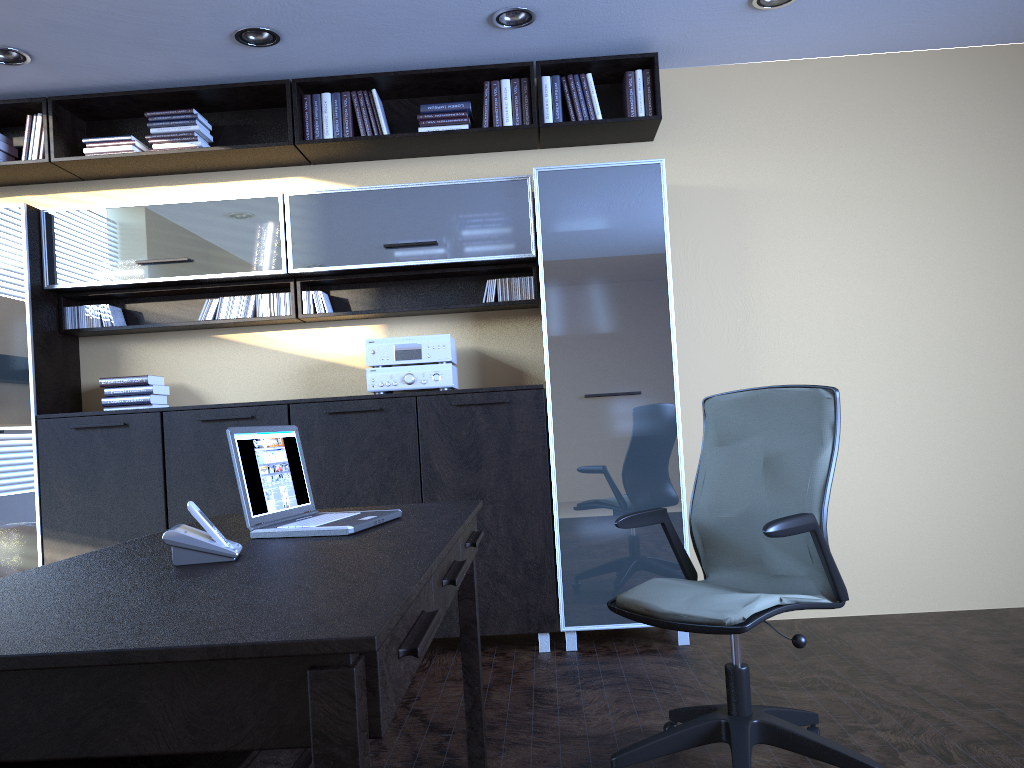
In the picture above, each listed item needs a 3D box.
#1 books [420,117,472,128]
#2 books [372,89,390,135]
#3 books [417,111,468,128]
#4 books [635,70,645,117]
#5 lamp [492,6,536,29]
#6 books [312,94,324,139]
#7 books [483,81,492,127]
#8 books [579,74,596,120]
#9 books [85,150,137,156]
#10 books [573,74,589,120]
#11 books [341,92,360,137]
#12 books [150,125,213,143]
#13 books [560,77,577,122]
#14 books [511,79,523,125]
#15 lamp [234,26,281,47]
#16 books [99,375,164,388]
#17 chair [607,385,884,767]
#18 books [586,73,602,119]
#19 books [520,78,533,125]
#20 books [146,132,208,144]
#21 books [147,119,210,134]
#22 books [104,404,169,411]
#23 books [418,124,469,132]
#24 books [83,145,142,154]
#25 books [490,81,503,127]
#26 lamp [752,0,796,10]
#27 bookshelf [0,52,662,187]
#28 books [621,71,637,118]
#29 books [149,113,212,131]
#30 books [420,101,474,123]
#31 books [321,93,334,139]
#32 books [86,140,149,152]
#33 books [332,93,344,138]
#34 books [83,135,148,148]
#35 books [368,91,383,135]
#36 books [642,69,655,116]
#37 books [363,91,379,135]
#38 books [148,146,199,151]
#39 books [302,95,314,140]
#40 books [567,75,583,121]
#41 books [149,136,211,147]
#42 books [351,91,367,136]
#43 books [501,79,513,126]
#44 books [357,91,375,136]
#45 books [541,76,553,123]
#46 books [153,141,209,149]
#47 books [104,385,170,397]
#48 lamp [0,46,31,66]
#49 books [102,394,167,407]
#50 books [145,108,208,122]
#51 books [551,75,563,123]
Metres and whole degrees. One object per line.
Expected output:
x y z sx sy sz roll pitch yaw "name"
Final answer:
-0.345 -1.355 4.687 0.258 0.031 0.207 -3 -3 2 "books"
-0.682 -1.397 4.686 0.072 0.257 0.207 -3 -2 1 "books"
-0.359 -1.385 4.688 0.258 0.031 0.207 -3 -3 1 "books"
0.662 -1.479 4.647 0.036 0.258 0.207 -3 -2 2 "books"
0.007 -1.744 4.118 0.209 0.096 0.208 -3 -2 -4 "lamp"
-1.011 -1.376 4.714 0.050 0.258 0.207 -3 -2 2 "books"
-0.130 -1.430 4.678 0.055 0.260 0.207 -3 -2 2 "books"
0.394 -1.462 4.653 0.075 0.259 0.207 -3 -2 2 "books"
-2.097 -1.197 4.732 0.258 0.028 0.207 -4 -3 3 "books"
0.362 -1.460 4.657 0.075 0.259 0.207 -3 -2 3 "books"
-0.855 -1.386 4.708 0.050 0.258 0.207 -3 -2 2 "books"
-1.764 -1.332 4.743 0.258 0.028 0.207 -3 -3 2 "books"
0.300 -1.456 4.676 0.075 0.259 0.207 -3 -2 2 "books"
0.028 -1.440 4.668 0.050 0.258 0.207 -3 -2 2 "books"
-1.196 -1.671 4.159 0.209 0.096 0.208 -3 -2 -4 "lamp"
-2.023 -0.011 4.725 0.258 0.050 0.207 -3 -2 1 "books"
0.717 0.616 2.792 0.768 1.215 0.833 -2 -2 -41 "chair"
0.426 -1.464 4.650 0.075 0.259 0.207 -3 -2 1 "books"
0.079 -1.443 4.665 0.050 0.258 0.207 -3 -2 2 "books"
-1.791 -1.300 4.752 0.258 0.028 0.207 -3 -3 1 "books"
-1.776 -1.360 4.733 0.258 0.028 0.207 -3 -3 1 "books"
-1.995 0.141 4.718 0.258 0.050 0.207 -4 -2 2 "books"
-0.353 -1.311 4.694 0.258 0.050 0.207 -3 -2 1 "books"
-2.109 -1.225 4.735 0.258 0.028 0.207 -4 -3 2 "books"
-0.076 -1.433 4.679 0.050 0.258 0.207 -3 -2 2 "books"
1.210 -1.818 4.077 0.209 0.096 0.208 -4 -2 20 "lamp"
-1.801 -1.347 4.751 5.125 0.340 0.362 -3 -2 2 "bookshelf"
0.617 -1.475 4.659 0.050 0.258 0.207 -3 -2 1 "books"
-1.766 -1.389 4.730 0.258 0.028 0.207 -3 -3 1 "books"
-0.340 -1.428 4.680 0.258 0.050 0.207 -3 -2 2 "books"
-0.959 -1.380 4.707 0.050 0.258 0.207 -3 -2 2 "books"
-2.098 -1.253 4.742 0.258 0.028 0.207 -3 -3 1 "books"
-0.907 -1.383 4.712 0.050 0.258 0.207 -3 -2 2 "books"
-2.121 -1.280 4.749 0.258 0.028 0.207 -3 -3 1 "books"
-0.705 -1.395 4.712 0.072 0.257 0.207 -3 -2 2 "books"
0.707 -1.481 4.645 0.050 0.258 0.207 -3 -2 1 "books"
-0.727 -1.392 4.697 0.072 0.257 0.207 -3 -2 2 "books"
-1.767 -1.217 4.728 0.258 0.028 0.207 -3 -3 2 "books"
-1.062 -1.373 4.716 0.050 0.258 0.207 -3 -2 2 "books"
0.331 -1.459 4.654 0.075 0.259 0.207 -3 -2 2 "books"
-1.769 -1.274 4.737 0.258 0.028 0.207 -3 -3 1 "books"
-0.791 -1.390 4.704 0.075 0.259 0.207 -3 -2 2 "books"
-0.024 -1.437 4.668 0.050 0.258 0.207 -3 -2 2 "books"
-0.759 -1.392 4.702 0.075 0.259 0.207 -3 -2 2 "books"
0.183 -1.450 4.659 0.050 0.258 0.207 -3 -2 1 "books"
-1.747 -1.247 4.738 0.258 0.028 0.207 -4 -3 2 "books"
-1.999 0.040 4.734 0.258 0.050 0.207 -3 -2 2 "books"
-2.399 -1.598 4.200 0.209 0.096 0.208 -4 -2 20 "lamp"
-2.008 0.090 4.724 0.258 0.050 0.207 -3 -2 2 "books"
-1.789 -1.416 4.734 0.258 0.028 0.207 -3 -3 2 "books"
0.235 -1.453 4.657 0.050 0.258 0.207 -3 -2 2 "books"
